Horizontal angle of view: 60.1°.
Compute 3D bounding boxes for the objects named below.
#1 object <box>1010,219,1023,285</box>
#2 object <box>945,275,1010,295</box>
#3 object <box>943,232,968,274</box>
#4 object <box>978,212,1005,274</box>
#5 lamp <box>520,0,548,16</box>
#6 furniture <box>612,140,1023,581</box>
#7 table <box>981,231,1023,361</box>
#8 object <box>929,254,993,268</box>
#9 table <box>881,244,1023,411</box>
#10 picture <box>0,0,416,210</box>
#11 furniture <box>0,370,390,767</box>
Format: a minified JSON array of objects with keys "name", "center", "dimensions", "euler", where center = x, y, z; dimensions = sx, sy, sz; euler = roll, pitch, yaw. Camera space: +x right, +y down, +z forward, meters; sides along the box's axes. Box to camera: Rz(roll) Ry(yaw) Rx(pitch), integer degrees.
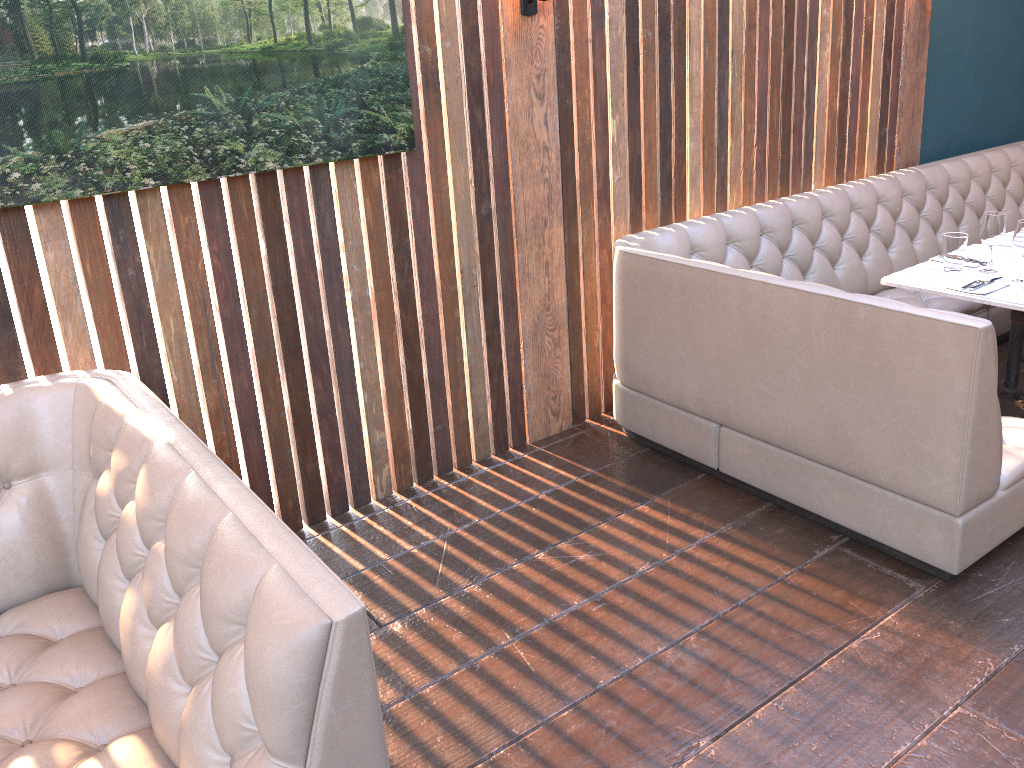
[{"name":"object","center":[1.997,-0.514,3.446],"dimensions":[0.092,0.239,0.094],"euler":[0,19,12]},{"name":"object","center":[1.839,-0.395,3.472],"dimensions":[0.257,0.018,0.159],"euler":[-18,25,-32]},{"name":"object","center":[1.829,-0.541,3.660],"dimensions":[0.092,0.155,0.093],"euler":[12,25,39]},{"name":"object","center":[1.957,-0.576,3.613],"dimensions":[0.092,0.239,0.094],"euler":[0,19,12]},{"name":"lamp","center":[0.107,-1.554,3.320],"dimensions":[0.147,0.314,0.180],"euler":[-17,23,-33]},{"name":"furniture","center":[2.510,-0.538,4.403],"dimensions":[4.194,0.842,1.730],"euler":[-18,25,-33]},{"name":"table","center":[2.753,-0.350,4.134],"dimensions":[0.805,0.659,0.808],"euler":[-17,24,-32]},{"name":"object","center":[1.957,-0.537,3.816],"dimensions":[0.159,0.018,0.258],"euler":[-18,25,-32]},{"name":"table","center":[2.096,-0.132,3.688],"dimensions":[0.806,0.659,0.808],"euler":[-18,24,-33]},{"name":"picture","center":[-1.056,-1.095,2.625],"dimensions":[1.664,0.978,0.066],"euler":[-18,23,-33]},{"name":"furniture","center":[-2.363,1.079,1.099],"dimensions":[4.194,0.842,1.730],"euler":[-18,25,-33]}]
